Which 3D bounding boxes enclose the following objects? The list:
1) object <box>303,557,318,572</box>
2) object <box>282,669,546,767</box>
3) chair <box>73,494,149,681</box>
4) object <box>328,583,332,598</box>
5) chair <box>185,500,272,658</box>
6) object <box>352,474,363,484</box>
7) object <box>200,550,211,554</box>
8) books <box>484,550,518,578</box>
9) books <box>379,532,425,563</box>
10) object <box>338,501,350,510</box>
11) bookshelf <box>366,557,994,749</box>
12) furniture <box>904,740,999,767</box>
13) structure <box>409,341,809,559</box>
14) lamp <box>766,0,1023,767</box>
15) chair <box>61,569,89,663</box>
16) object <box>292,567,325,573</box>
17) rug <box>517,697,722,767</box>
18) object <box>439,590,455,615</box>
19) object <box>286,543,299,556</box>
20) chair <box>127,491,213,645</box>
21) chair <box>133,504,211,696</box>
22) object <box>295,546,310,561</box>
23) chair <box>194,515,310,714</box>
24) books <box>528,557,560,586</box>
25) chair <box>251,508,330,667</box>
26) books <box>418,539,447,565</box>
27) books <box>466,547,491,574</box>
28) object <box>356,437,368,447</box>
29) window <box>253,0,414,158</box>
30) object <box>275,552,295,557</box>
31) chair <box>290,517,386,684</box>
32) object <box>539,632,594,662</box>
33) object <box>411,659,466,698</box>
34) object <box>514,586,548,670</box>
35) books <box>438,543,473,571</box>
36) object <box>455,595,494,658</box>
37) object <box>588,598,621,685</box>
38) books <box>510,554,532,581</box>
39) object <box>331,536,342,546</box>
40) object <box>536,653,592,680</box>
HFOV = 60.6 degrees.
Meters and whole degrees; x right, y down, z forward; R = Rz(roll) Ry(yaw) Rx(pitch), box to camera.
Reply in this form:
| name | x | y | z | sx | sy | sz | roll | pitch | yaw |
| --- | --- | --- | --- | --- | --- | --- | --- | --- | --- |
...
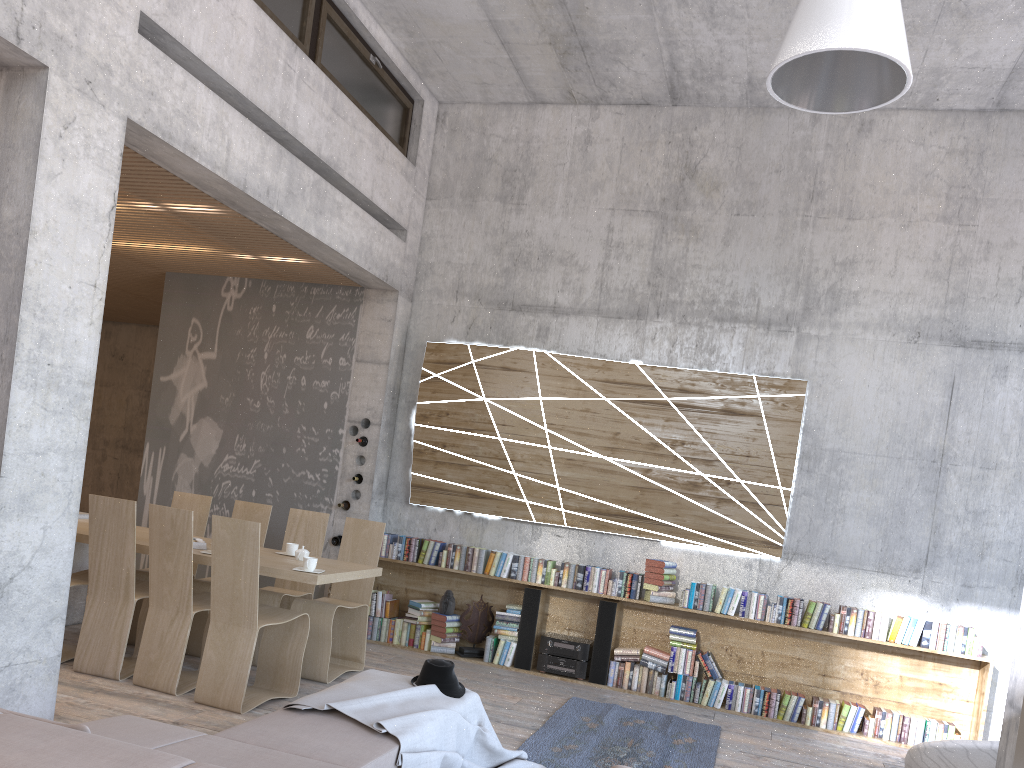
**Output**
| name | x | y | z | sx | sy | sz | roll | pitch | yaw |
| --- | --- | --- | --- | --- | --- | --- | --- | --- | --- |
| object | -1.320 | 1.182 | 5.739 | 0.094 | 0.088 | 0.116 | 9 | -4 | -30 |
| object | -0.488 | 1.820 | 4.602 | 1.036 | 0.501 | 1.618 | 4 | -7 | 35 |
| chair | -2.588 | 1.379 | 6.042 | 0.347 | 1.194 | 0.725 | 8 | 0 | 14 |
| object | -1.633 | 2.005 | 8.046 | 0.251 | 0.682 | 0.269 | 8 | 1 | -21 |
| chair | -2.326 | 1.526 | 6.975 | 0.347 | 1.194 | 0.726 | 8 | 0 | 17 |
| object | -1.410 | 0.896 | 8.239 | 0.093 | 0.093 | 0.350 | 7 | -6 | 17 |
| object | -2.014 | 1.158 | 5.987 | 0.185 | 0.014 | 0.186 | 8 | -7 | 2 |
| books | -0.100 | 1.620 | 7.899 | 0.248 | 0.228 | 0.191 | 7 | -2 | 16 |
| books | -1.083 | 1.521 | 8.199 | 0.487 | 0.220 | 0.216 | 6 | -3 | 16 |
| object | -1.545 | 1.141 | 8.235 | 0.094 | 0.095 | 0.341 | 7 | -6 | 17 |
| bookshelf | 1.154 | 2.275 | 7.604 | 5.295 | 0.805 | 0.304 | 6 | 0 | 16 |
| furniture | 3.313 | 2.474 | 5.321 | 1.814 | 0.810 | 1.618 | 12 | -6 | -36 |
| structure | 0.727 | 0.533 | 7.716 | 3.395 | 1.537 | 0.360 | 6 | 1 | 16 |
| lamp | 0.652 | 0.189 | 1.794 | 0.755 | 3.421 | 2.637 | 8 | -1 | 4 |
| chair | -3.069 | 1.329 | 6.184 | 0.346 | 1.194 | 0.727 | 8 | 0 | 22 |
| object | -1.333 | 1.224 | 5.752 | 0.185 | 0.014 | 0.186 | 8 | -7 | 2 |
| rug | 0.646 | 2.337 | 5.446 | 1.156 | 0.049 | 2.949 | 6 | -7 | 16 |
| object | -0.586 | 1.987 | 7.989 | 0.145 | 0.229 | 0.136 | 8 | 0 | 13 |
| object | -1.648 | 1.237 | 6.561 | 0.094 | 0.088 | 0.116 | 9 | -4 | -19 |
| chair | -2.825 | 1.466 | 7.053 | 0.348 | 1.194 | 0.725 | 8 | 0 | 11 |
| chair | -2.110 | 1.427 | 5.890 | 0.346 | 1.194 | 0.727 | 8 | 0 | 21 |
| object | -1.511 | 1.221 | 6.317 | 0.089 | 0.111 | 0.123 | 8 | -3 | 8 |
| chair | -1.644 | 1.468 | 5.694 | 0.347 | 1.194 | 0.727 | 8 | 0 | 20 |
| books | 0.296 | 1.670 | 7.788 | 0.275 | 0.220 | 0.172 | 7 | -2 | 17 |
| chair | -1.821 | 1.589 | 6.917 | 0.348 | 1.194 | 0.725 | 8 | 0 | 12 |
| books | -0.740 | 1.557 | 8.116 | 0.198 | 0.228 | 0.191 | 7 | -2 | 16 |
| books | -0.308 | 1.598 | 7.958 | 0.155 | 0.220 | 0.191 | 8 | -2 | 16 |
| object | -1.372 | 0.540 | 8.191 | 0.090 | 0.090 | 0.339 | 7 | -6 | 17 |
| window | -2.081 | -2.931 | 3.990 | 0.113 | 0.605 | 8.529 | 8 | -6 | 17 |
| object | -1.647 | 1.276 | 6.556 | 0.184 | 0.014 | 0.187 | 6 | -7 | 19 |
| chair | -1.352 | 1.632 | 6.734 | 0.347 | 1.194 | 0.726 | 8 | 0 | 17 |
| object | 0.488 | 2.333 | 7.779 | 0.438 | 0.161 | 0.307 | 6 | -5 | 16 |
| object | -0.392 | 1.582 | 4.753 | 0.301 | 0.169 | 0.300 | 8 | -5 | 4 |
| object | 0.168 | 2.208 | 7.894 | 0.151 | 0.760 | 0.274 | 8 | 1 | 16 |
| books | -0.507 | 1.581 | 8.040 | 0.277 | 0.220 | 0.211 | 7 | -2 | 14 |
| object | -0.321 | 2.204 | 8.034 | 0.346 | 0.569 | 0.194 | 8 | 1 | -24 |
| object | 0.816 | 2.276 | 7.711 | 0.151 | 0.760 | 0.274 | 8 | 1 | 16 |
| books | 0.089 | 1.647 | 7.845 | 0.155 | 0.221 | 0.155 | 8 | -1 | 16 |
| object | -1.600 | 1.491 | 8.333 | 0.090 | 0.090 | 0.339 | 7 | -6 | 17 |
| object | 0.468 | 2.494 | 7.790 | 0.438 | 0.164 | 0.296 | 6 | -5 | 16 |
